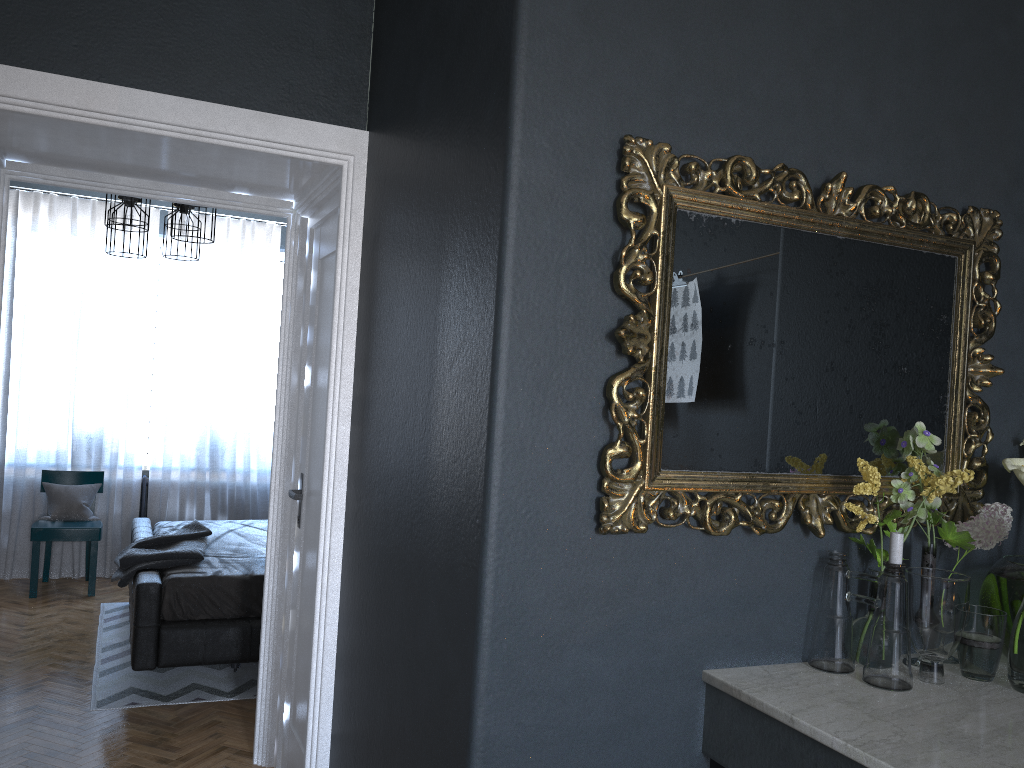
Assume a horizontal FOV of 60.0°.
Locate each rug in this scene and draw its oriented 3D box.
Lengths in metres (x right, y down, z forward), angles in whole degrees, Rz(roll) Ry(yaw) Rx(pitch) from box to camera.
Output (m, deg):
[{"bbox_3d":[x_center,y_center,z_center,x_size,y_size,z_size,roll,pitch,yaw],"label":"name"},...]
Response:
[{"bbox_3d":[-1.630,1.498,5.181,1.459,0.013,2.044,4,-1,-24],"label":"rug"}]

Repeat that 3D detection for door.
[{"bbox_3d":[-0.665,0.425,3.137,0.162,2.187,0.856,4,0,-24],"label":"door"}]

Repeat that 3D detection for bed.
[{"bbox_3d":[-1.137,0.952,5.419,2.376,1.162,2.265,4,-1,-24],"label":"bed"}]

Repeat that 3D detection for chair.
[{"bbox_3d":[-3.082,1.023,6.161,0.436,0.798,0.592,4,0,-24],"label":"chair"}]

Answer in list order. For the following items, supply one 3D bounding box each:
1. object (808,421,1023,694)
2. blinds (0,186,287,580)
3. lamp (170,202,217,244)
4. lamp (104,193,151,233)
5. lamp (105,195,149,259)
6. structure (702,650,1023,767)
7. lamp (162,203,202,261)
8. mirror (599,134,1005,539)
[{"bbox_3d":[1.060,0.361,1.863,0.727,0.547,0.474,4,-1,-21],"label":"object"},{"bbox_3d":[-2.675,0.057,6.763,3.994,2.789,0.312,4,0,-24],"label":"blinds"},{"bbox_3d":[-1.642,-1.133,4.622,0.210,0.769,0.210,4,0,-10],"label":"lamp"},{"bbox_3d":[-2.046,-1.189,4.761,0.210,0.714,0.210,4,0,-10],"label":"lamp"},{"bbox_3d":[-2.202,-1.142,5.118,0.210,0.804,0.210,4,0,-10],"label":"lamp"},{"bbox_3d":[0.973,1.117,1.670,1.066,0.981,0.834,4,-1,-24],"label":"structure"},{"bbox_3d":[-2.040,-1.154,5.525,0.210,0.747,0.210,4,0,-10],"label":"lamp"},{"bbox_3d":[0.670,-0.062,1.908,1.057,0.784,0.067,4,0,-24],"label":"mirror"}]
